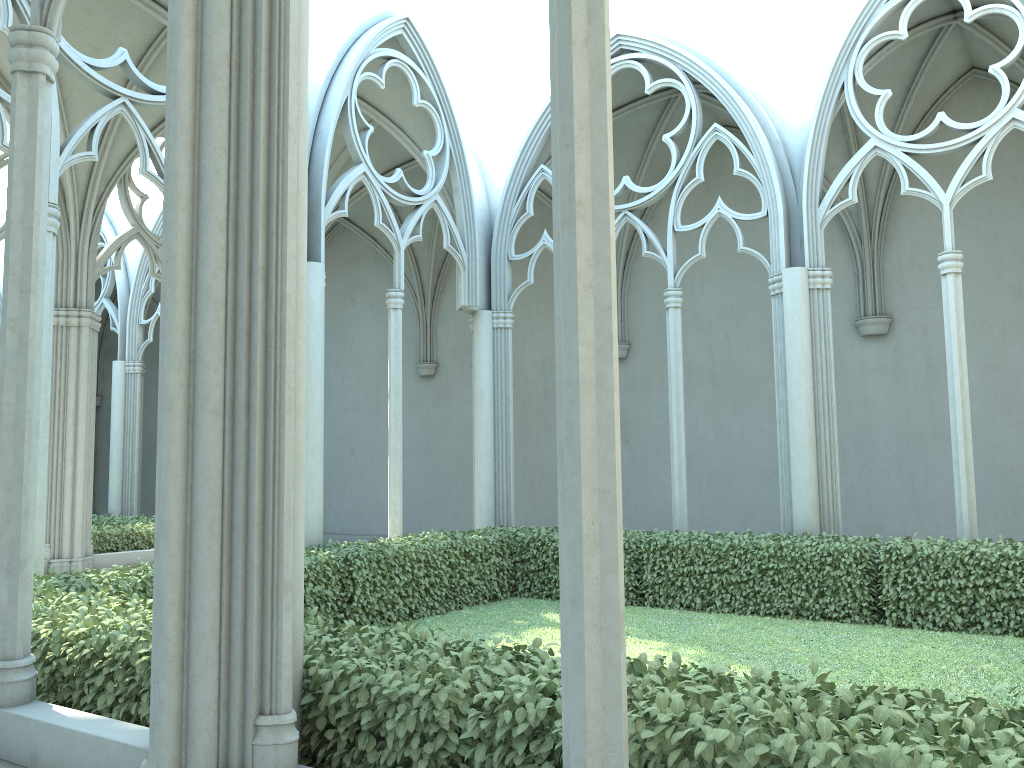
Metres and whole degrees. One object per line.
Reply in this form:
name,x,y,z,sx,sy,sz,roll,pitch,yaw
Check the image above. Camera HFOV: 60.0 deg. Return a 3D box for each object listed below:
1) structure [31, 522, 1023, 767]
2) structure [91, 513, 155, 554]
structure,0.894,1.885,7.211,8.018,0.963,7.995,-5,-7,34
structure,-9.963,2.748,14.427,8.018,0.963,7.995,-5,-7,34
